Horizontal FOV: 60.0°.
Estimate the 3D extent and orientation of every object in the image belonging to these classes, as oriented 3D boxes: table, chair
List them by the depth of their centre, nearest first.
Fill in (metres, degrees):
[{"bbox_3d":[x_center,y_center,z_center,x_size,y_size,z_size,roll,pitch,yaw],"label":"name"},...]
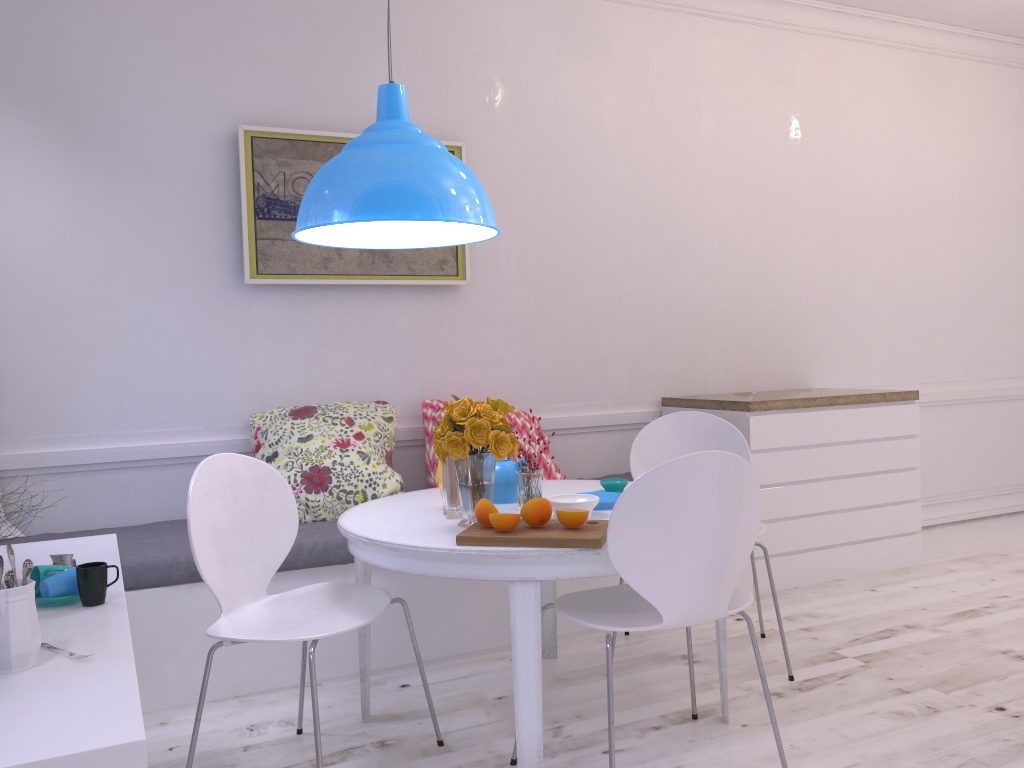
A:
[{"bbox_3d":[-1.094,0.749,1.624,0.736,0.619,1.514,-3,2,-25],"label":"table"},{"bbox_3d":[0.354,0.570,2.235,0.604,0.845,0.483,-3,2,-25],"label":"chair"},{"bbox_3d":[-0.531,0.599,2.254,0.483,0.845,0.604,-1,2,20],"label":"chair"},{"bbox_3d":[0.080,0.674,2.602,1.140,0.629,1.140,-2,2,3],"label":"table"},{"bbox_3d":[0.637,0.533,3.121,0.604,0.845,0.483,-2,2,10],"label":"chair"}]

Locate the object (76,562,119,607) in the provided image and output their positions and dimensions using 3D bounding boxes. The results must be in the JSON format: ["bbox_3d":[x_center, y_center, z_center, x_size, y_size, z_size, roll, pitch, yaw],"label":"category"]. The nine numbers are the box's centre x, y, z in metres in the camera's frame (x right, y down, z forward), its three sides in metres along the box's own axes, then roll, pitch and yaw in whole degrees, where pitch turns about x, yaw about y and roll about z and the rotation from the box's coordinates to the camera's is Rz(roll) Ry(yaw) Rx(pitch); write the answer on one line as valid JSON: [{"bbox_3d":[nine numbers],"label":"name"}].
[{"bbox_3d":[-0.805,0.388,1.717,0.070,0.077,0.055,-2,2,0],"label":"object"}]

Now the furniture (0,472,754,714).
[{"bbox_3d":[-0.607,0.734,3.382,3.296,0.508,0.769,-3,2,-25],"label":"furniture"}]

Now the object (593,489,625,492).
[{"bbox_3d":[0.317,0.341,2.745,0.147,0.011,0.147,-3,2,-23],"label":"object"}]

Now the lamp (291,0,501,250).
[{"bbox_3d":[-0.346,-1.376,2.400,0.568,1.948,0.568,-2,2,9],"label":"lamp"}]

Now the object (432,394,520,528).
[{"bbox_3d":[-0.085,0.198,2.341,0.234,0.351,0.235,-1,2,30],"label":"object"}]

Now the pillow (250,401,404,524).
[{"bbox_3d":[-0.715,0.300,3.491,0.592,0.447,0.509,-3,2,-20],"label":"pillow"}]

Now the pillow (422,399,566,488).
[{"bbox_3d":[-0.095,0.274,3.781,0.587,0.424,0.491,-3,2,-22],"label":"pillow"}]

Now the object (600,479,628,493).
[{"bbox_3d":[0.316,0.320,2.744,0.088,0.043,0.088,-3,2,-18],"label":"object"}]

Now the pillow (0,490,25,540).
[{"bbox_3d":[-2.058,0.256,2.977,0.374,0.642,0.677,-1,2,35],"label":"pillow"}]

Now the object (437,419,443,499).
[{"bbox_3d":[-0.163,0.235,2.589,0.116,0.267,0.094,-2,2,2],"label":"object"}]

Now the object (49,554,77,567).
[{"bbox_3d":[-0.959,0.393,1.895,0.052,0.067,0.066,-3,2,-25],"label":"object"}]

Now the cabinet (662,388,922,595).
[{"bbox_3d":[1.366,0.469,4.356,1.036,0.842,0.654,-3,2,-25],"label":"cabinet"}]

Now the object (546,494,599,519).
[{"bbox_3d":[0.165,0.336,2.416,0.147,0.052,0.147,-1,2,17],"label":"object"}]

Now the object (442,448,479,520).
[{"bbox_3d":[-0.140,0.278,2.484,0.122,0.186,0.101,-2,2,5],"label":"object"}]

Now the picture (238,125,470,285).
[{"bbox_3d":[-0.638,-0.734,3.735,0.971,0.629,0.020,-3,2,-25],"label":"picture"}]

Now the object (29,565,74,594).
[{"bbox_3d":[-0.908,0.386,1.767,0.069,0.059,0.082,0,2,43],"label":"object"}]

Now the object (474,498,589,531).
[{"bbox_3d":[0.042,0.314,2.141,0.285,0.075,0.129,-2,2,11],"label":"object"}]

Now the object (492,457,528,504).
[{"bbox_3d":[-0.041,0.283,2.724,0.150,0.151,0.156,-3,2,-22],"label":"object"}]

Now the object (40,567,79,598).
[{"bbox_3d":[-0.881,0.392,1.740,0.069,0.058,0.080,-1,2,38],"label":"object"}]

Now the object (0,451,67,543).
[{"bbox_3d":[-1.240,0.272,1.821,0.531,0.367,0.668,-2,2,-1],"label":"object"}]

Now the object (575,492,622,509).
[{"bbox_3d":[0.247,0.342,2.594,0.196,0.023,0.196,-3,2,-38],"label":"object"}]

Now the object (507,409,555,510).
[{"bbox_3d":[0.053,0.217,2.583,0.128,0.287,0.128,-3,2,-24],"label":"object"}]

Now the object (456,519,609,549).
[{"bbox_3d":[0.062,0.362,2.161,0.347,0.024,0.224,-1,2,15],"label":"object"}]

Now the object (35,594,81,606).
[{"bbox_3d":[-0.890,0.418,1.752,0.121,0.021,0.121,-1,2,15],"label":"object"}]
